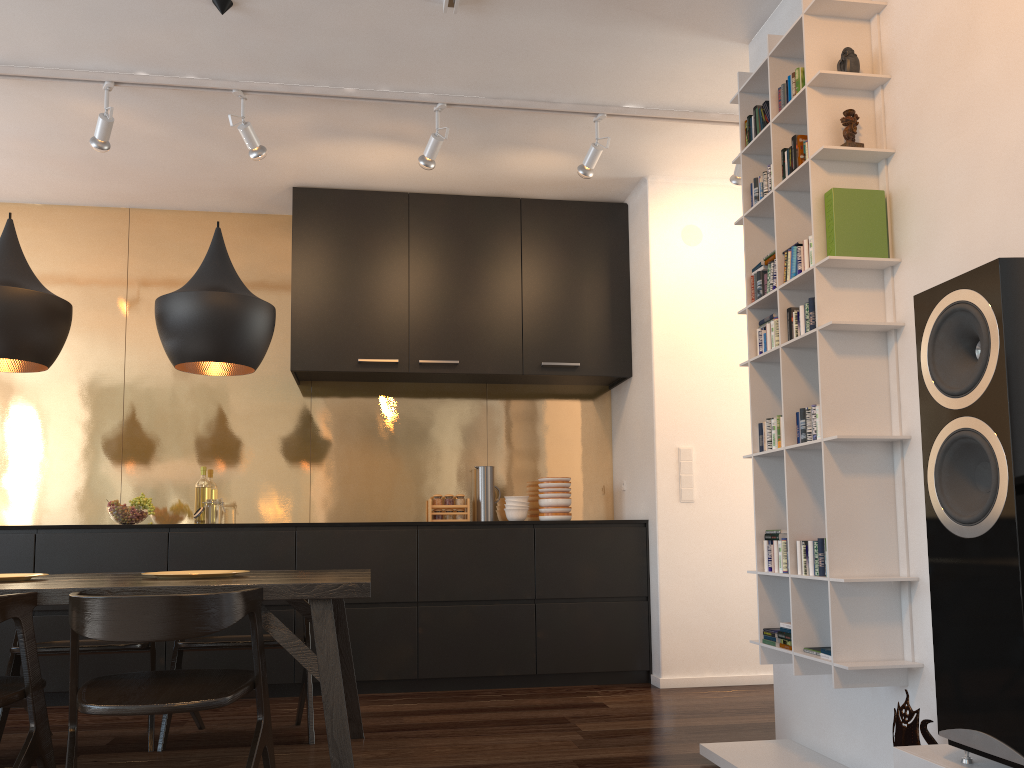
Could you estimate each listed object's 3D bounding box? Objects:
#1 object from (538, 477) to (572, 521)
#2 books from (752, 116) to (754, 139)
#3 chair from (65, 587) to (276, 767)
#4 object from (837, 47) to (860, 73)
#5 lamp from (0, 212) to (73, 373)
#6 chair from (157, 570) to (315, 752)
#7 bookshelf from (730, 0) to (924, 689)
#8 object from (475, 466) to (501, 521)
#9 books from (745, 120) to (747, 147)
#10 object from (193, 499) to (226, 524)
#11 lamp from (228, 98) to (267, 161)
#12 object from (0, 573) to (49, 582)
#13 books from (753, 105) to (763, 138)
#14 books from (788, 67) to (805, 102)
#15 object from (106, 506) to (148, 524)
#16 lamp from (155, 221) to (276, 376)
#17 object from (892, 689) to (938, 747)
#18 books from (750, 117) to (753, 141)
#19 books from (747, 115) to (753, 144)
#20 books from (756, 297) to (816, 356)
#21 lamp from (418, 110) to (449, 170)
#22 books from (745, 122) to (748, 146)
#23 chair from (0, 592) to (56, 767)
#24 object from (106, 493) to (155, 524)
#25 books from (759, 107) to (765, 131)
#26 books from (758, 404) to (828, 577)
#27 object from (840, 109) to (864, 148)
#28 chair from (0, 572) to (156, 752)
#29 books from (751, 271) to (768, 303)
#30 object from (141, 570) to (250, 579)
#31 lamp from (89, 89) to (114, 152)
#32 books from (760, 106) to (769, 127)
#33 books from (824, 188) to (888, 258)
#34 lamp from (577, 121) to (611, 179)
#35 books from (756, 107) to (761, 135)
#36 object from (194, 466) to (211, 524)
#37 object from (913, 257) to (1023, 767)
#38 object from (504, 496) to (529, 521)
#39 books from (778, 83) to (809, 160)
[{"bbox_3d":[0.259,0.698,5.323,0.199,0.262,0.199,4,-9,-34],"label":"object"},{"bbox_3d":[0.865,-0.878,3.052,0.069,0.091,0.014,0,-6,-9],"label":"books"},{"bbox_3d":[-0.959,0.908,2.448,0.593,0.666,0.524,1,-7,-11],"label":"chair"},{"bbox_3d":[1.004,-0.955,2.640,0.060,0.100,0.065,4,-8,-32],"label":"object"},{"bbox_3d":[-1.748,-0.330,3.062,0.412,0.536,0.413,4,-8,-33],"label":"lamp"},{"bbox_3d":[-1.108,1.120,3.670,0.593,0.666,0.524,1,-7,-10],"label":"chair"},{"bbox_3d":[0.966,-0.126,2.835,0.227,2.058,0.644,0,-6,-9],"label":"bookshelf"},{"bbox_3d":[-0.146,0.669,5.341,0.164,0.337,0.115,0,-6,-6],"label":"object"},{"bbox_3d":[0.856,-0.874,3.118,0.069,0.106,0.016,0,-6,-9],"label":"books"},{"bbox_3d":[-1.685,0.711,4.936,0.177,0.150,0.088,4,-8,-32],"label":"object"},{"bbox_3d":[-0.843,-0.227,4.562,0.089,1.832,1.847,-3,-8,25],"label":"lamp"},{"bbox_3d":[-1.756,0.653,2.970,0.356,0.016,0.358,5,-11,-28],"label":"object"},{"bbox_3d":[0.867,-0.893,3.033,0.074,0.114,0.029,0,-6,-9],"label":"books"},{"bbox_3d":[0.941,-0.937,2.753,0.101,0.109,0.162,1,-9,-9],"label":"books"},{"bbox_3d":[-2.032,0.701,4.691,0.219,0.096,0.220,-8,-11,38],"label":"object"},{"bbox_3d":[-1.058,-0.320,3.171,0.412,0.536,0.413,-6,-9,38],"label":"lamp"},{"bbox_3d":[1.023,0.952,2.242,0.121,0.347,0.214,0,-7,-9],"label":"object"},{"bbox_3d":[0.862,-0.876,3.065,0.069,0.091,0.014,0,-6,-9],"label":"books"},{"bbox_3d":[0.856,-0.880,3.084,0.069,0.106,0.023,0,-6,-9],"label":"books"},{"bbox_3d":[0.930,-0.179,2.835,0.122,0.112,0.472,1,-10,-9],"label":"books"},{"bbox_3d":[-0.342,-1.126,4.060,0.085,0.238,0.252,4,-9,-38],"label":"lamp"},{"bbox_3d":[0.855,-0.870,3.102,0.069,0.091,0.014,0,-6,-9],"label":"books"},{"bbox_3d":[-1.564,0.899,2.352,0.593,0.666,0.524,0,-7,-8],"label":"chair"},{"bbox_3d":[-2.019,0.661,4.683,0.240,0.171,0.179,3,-9,-24],"label":"object"},{"bbox_3d":[0.874,-0.889,2.990,0.069,0.092,0.028,0,-6,-9],"label":"books"},{"bbox_3d":[0.931,0.341,2.785,0.122,0.507,0.474,0,-8,-9],"label":"books"},{"bbox_3d":[1.004,-0.748,2.620,0.064,0.139,0.046,1,-6,-18],"label":"object"},{"bbox_3d":[-1.709,1.111,3.575,0.593,0.666,0.524,1,-7,-11],"label":"chair"},{"bbox_3d":[0.883,-0.329,3.031,0.096,0.103,0.102,1,-8,-9],"label":"books"},{"bbox_3d":[-1.097,0.663,3.075,0.356,0.016,0.359,0,-10,-6],"label":"object"},{"bbox_3d":[-1.752,-1.148,3.834,0.085,0.238,0.252,5,-9,-43],"label":"lamp"},{"bbox_3d":[0.876,-0.893,2.967,0.069,0.090,0.046,0,-7,-9],"label":"books"},{"bbox_3d":[1.011,-0.461,2.599,0.166,0.212,0.049,0,-6,-9],"label":"books"},{"bbox_3d":[0.401,-1.114,4.179,0.085,0.238,0.252,3,-9,-33],"label":"lamp"},{"bbox_3d":[0.870,-0.890,3.009,0.074,0.098,0.019,0,-6,-9],"label":"books"},{"bbox_3d":[-1.779,0.645,5.092,0.092,0.337,0.092,5,-8,-42],"label":"object"},{"bbox_3d":[1.052,0.278,1.804,0.280,0.994,0.297,0,-6,-9],"label":"object"},{"bbox_3d":[0.029,0.750,5.304,0.158,0.159,0.155,-3,-8,19],"label":"object"},{"bbox_3d":[0.936,-0.818,2.778,0.107,0.330,0.230,0,-7,-8],"label":"books"}]
